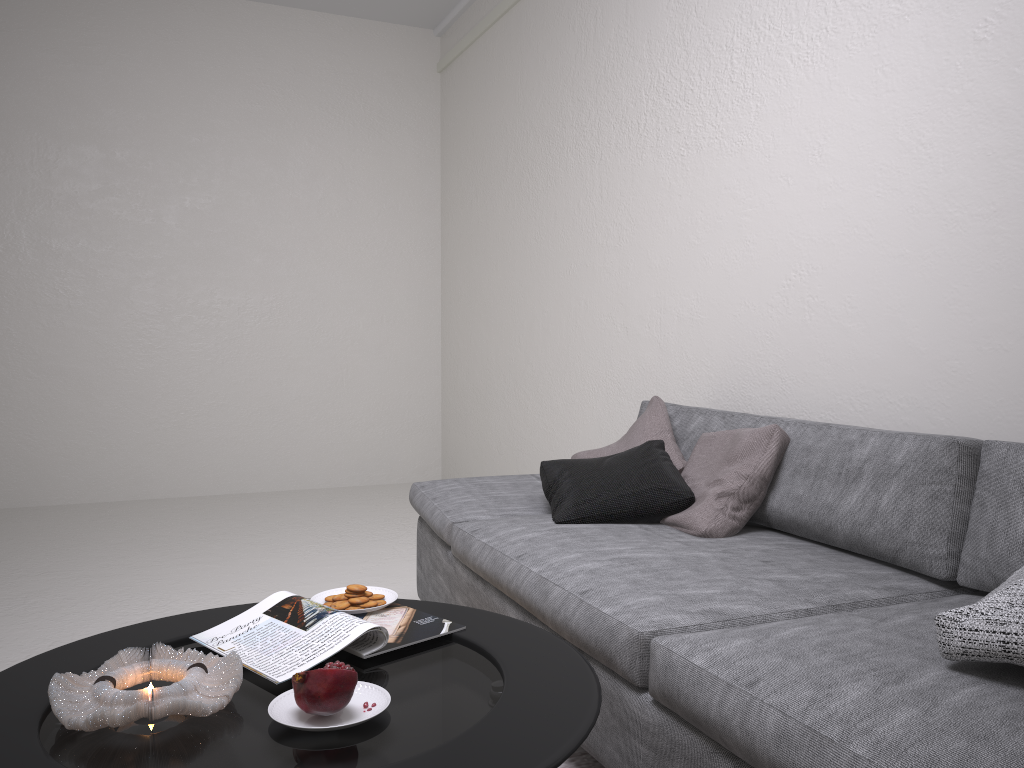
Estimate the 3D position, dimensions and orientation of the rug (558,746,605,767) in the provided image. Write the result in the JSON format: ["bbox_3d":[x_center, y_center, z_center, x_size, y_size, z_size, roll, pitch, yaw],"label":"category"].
[{"bbox_3d":[0.126,0.934,0.124,1.980,0.008,3.651,-1,2,-23],"label":"rug"}]

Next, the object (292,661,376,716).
[{"bbox_3d":[-0.255,0.420,1.232,0.110,0.082,0.089,1,2,11],"label":"object"}]

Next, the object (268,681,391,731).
[{"bbox_3d":[-0.255,0.455,1.245,0.165,0.015,0.170,1,2,22],"label":"object"}]

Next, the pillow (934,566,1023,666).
[{"bbox_3d":[0.921,0.364,1.335,0.413,0.194,0.397,-2,3,-37],"label":"pillow"}]

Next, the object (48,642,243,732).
[{"bbox_3d":[-0.517,0.430,1.265,0.255,0.062,0.251,-1,2,-16],"label":"object"}]

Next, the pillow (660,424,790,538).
[{"bbox_3d":[0.572,0.265,2.571,0.343,0.318,0.416,-1,3,-24],"label":"pillow"}]

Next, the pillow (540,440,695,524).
[{"bbox_3d":[0.304,0.318,2.654,0.422,0.268,0.400,0,2,-3],"label":"pillow"}]

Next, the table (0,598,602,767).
[{"bbox_3d":[-0.338,0.674,1.343,0.959,0.449,0.929,-1,3,-26],"label":"table"}]

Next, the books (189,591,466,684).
[{"bbox_3d":[-0.322,0.417,1.565,0.380,0.048,0.299,-2,3,-45],"label":"books"}]

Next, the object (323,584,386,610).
[{"bbox_3d":[-0.307,0.410,1.727,0.117,0.036,0.122,1,3,28],"label":"object"}]

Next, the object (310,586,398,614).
[{"bbox_3d":[-0.307,0.423,1.725,0.171,0.015,0.164,-2,3,-41],"label":"object"}]

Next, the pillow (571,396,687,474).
[{"bbox_3d":[0.391,0.267,2.961,0.353,0.448,0.478,0,2,-2],"label":"pillow"}]

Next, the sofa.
[{"bbox_3d":[0.730,0.505,1.848,1.119,0.772,3.011,-1,2,-23],"label":"sofa"}]
